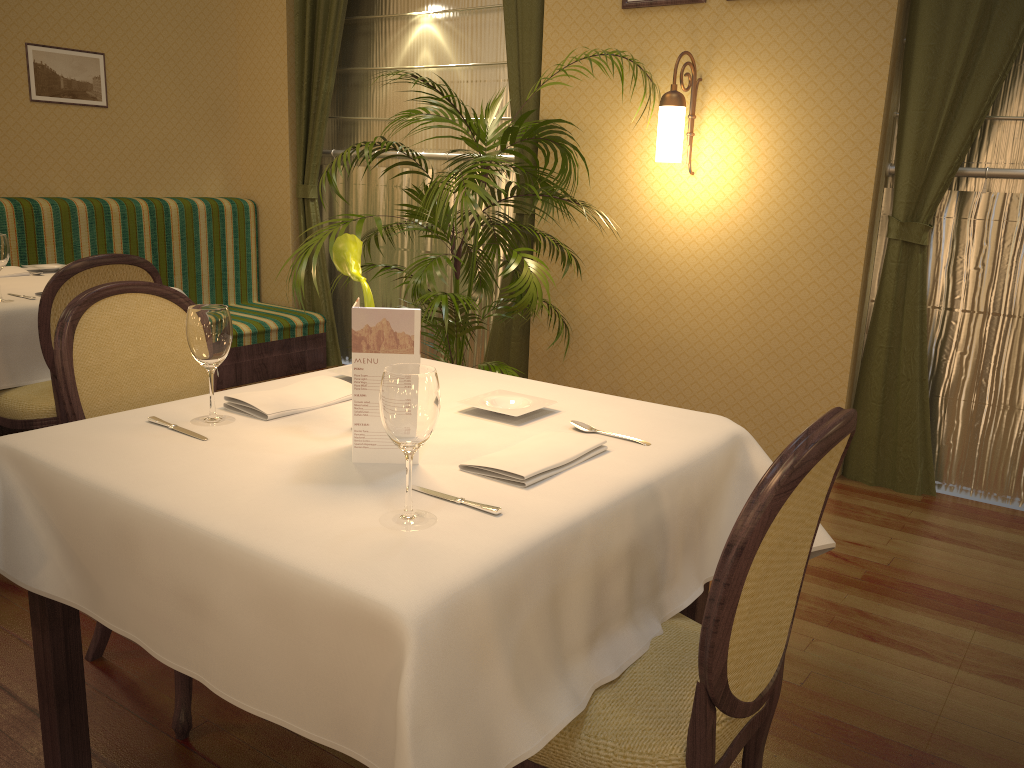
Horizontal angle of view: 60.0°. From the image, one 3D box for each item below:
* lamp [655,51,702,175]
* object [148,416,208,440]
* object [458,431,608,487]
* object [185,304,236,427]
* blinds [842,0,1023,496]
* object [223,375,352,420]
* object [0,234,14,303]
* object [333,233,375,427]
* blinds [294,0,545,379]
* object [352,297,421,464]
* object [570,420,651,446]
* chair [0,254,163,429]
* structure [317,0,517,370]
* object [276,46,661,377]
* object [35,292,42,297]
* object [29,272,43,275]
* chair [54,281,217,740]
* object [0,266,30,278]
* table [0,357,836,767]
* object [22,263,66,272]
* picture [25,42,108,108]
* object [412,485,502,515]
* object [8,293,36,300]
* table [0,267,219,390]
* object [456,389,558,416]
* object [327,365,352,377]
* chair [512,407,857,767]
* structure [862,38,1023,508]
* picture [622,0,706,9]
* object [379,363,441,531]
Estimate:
[{"bbox_3d":[0.724,-1.178,3.861,0.114,0.513,0.323,8,15,23],"label":"lamp"},{"bbox_3d":[-0.637,0.084,1.692,0.185,0.010,0.017,12,17,35],"label":"object"},{"bbox_3d":[0.044,0.128,1.601,0.142,0.024,0.273,12,16,34],"label":"object"},{"bbox_3d":[-0.590,-0.038,1.738,0.088,0.229,0.088,1,14,-7],"label":"object"},{"bbox_3d":[2.294,-1.638,2.887,1.878,4.537,0.129,12,16,34],"label":"blinds"},{"bbox_3d":[-0.466,0.027,1.919,0.142,0.033,0.273,12,16,34],"label":"object"},{"bbox_3d":[-1.763,-0.396,3.036,0.088,0.229,0.088,1,14,-7],"label":"object"},{"bbox_3d":[-0.295,-0.103,1.744,0.076,0.375,0.163,-6,16,-32],"label":"object"},{"bbox_3d":[-0.556,-2.221,4.847,1.934,4.537,0.225,11,16,33],"label":"blinds"},{"bbox_3d":[-0.247,-0.001,1.548,0.166,0.277,0.081,14,18,40],"label":"object"},{"bbox_3d":[0.193,0.098,1.763,0.181,0.015,0.038,12,17,35],"label":"object"},{"bbox_3d":[-1.535,0.003,3.104,0.571,0.955,0.530,12,16,34],"label":"chair"},{"bbox_3d":[-0.492,-2.229,4.941,1.942,4.511,0.123,12,16,34],"label":"structure"},{"bbox_3d":[-0.141,-0.596,4.035,1.496,1.807,1.552,6,14,15],"label":"object"},{"bbox_3d":[-1.596,-0.342,3.287,0.142,0.024,0.273,12,16,34],"label":"object"},{"bbox_3d":[-2.055,-0.477,3.785,0.181,0.015,0.038,12,17,35],"label":"object"},{"bbox_3d":[-0.775,0.247,2.210,0.571,0.955,0.530,12,16,34],"label":"chair"},{"bbox_3d":[-2.163,-0.458,3.659,0.142,0.033,0.273,12,16,34],"label":"object"},{"bbox_3d":[-0.209,0.458,1.837,1.389,0.759,1.395,12,17,35],"label":"table"},{"bbox_3d":[-2.032,-0.506,3.891,0.160,0.024,0.160,12,16,34],"label":"object"},{"bbox_3d":[-2.417,-1.674,4.830,0.008,0.294,0.437,12,16,34],"label":"picture"},{"bbox_3d":[-0.094,0.178,1.390,0.185,0.010,0.017,12,16,34],"label":"object"},{"bbox_3d":[-1.760,-0.316,3.174,0.185,0.010,0.017,12,16,34],"label":"object"},{"bbox_3d":[-2.175,0.056,3.184,1.385,0.759,2.152,12,16,34],"label":"table"},{"bbox_3d":[-0.010,0.050,1.912,0.160,0.024,0.160,12,16,34],"label":"object"},{"bbox_3d":[-0.335,-0.020,2.151,0.160,0.024,0.160,12,16,34],"label":"object"},{"bbox_3d":[0.206,0.462,1.478,0.571,0.955,0.530,12,16,34],"label":"chair"},{"bbox_3d":[2.356,-1.647,2.988,1.900,4.511,0.134,12,16,34],"label":"structure"},{"bbox_3d":[0.687,-1.999,3.908,0.412,0.619,0.022,12,16,34],"label":"picture"},{"bbox_3d":[-0.148,0.090,1.280,0.088,0.229,0.088,1,14,-7],"label":"object"}]
